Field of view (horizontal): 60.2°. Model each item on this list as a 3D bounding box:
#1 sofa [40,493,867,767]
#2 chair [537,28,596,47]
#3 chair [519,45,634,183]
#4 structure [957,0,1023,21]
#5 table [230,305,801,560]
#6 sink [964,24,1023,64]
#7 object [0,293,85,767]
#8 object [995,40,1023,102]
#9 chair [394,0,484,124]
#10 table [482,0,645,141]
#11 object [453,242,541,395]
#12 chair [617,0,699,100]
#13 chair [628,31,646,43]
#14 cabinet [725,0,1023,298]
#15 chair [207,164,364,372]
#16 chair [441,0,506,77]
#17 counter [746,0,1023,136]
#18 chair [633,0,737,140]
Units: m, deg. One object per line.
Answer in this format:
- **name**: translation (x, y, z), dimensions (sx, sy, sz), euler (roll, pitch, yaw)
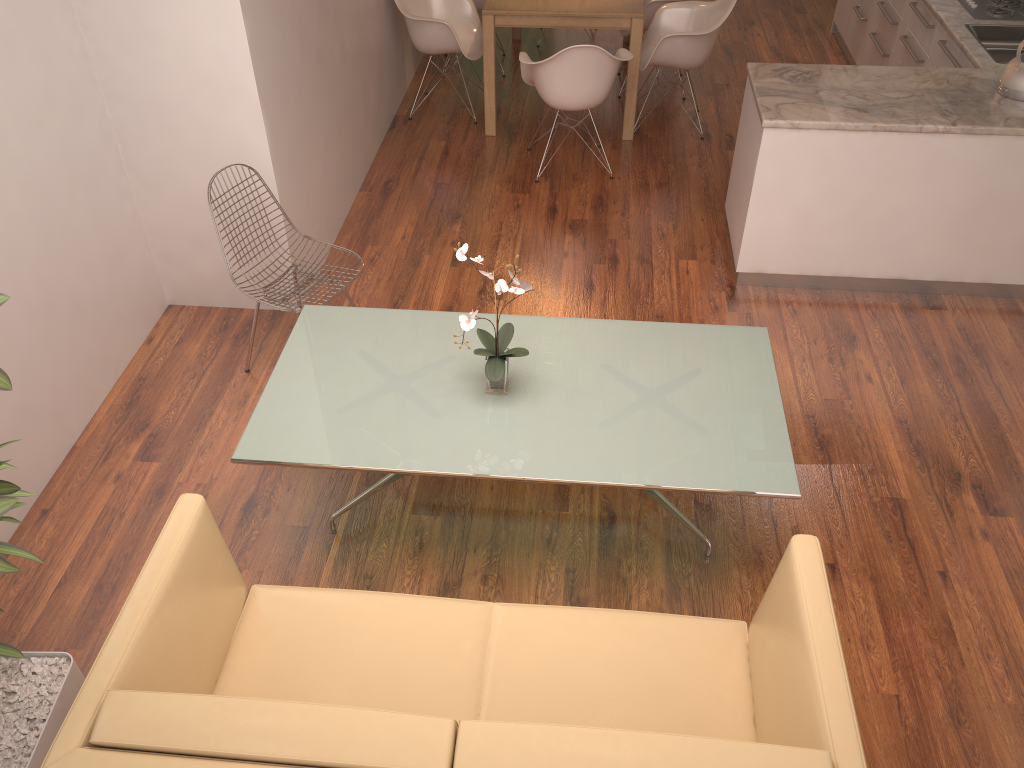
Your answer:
- **sofa**: translation (-0.098, 0.914, 2.386), dimensions (1.801, 0.879, 0.837), euler (3, 41, 5)
- **chair**: translation (0.490, -3.364, 7.366), dimensions (0.684, 0.903, 0.612), euler (0, 41, 1)
- **chair**: translation (0.374, -1.766, 5.498), dimensions (0.682, 0.903, 0.614), euler (-7, 41, -7)
- **structure**: translation (2.951, -2.313, 5.315), dimensions (0.489, 0.040, 0.644), euler (3, 41, 5)
- **table**: translation (0.034, 0.234, 3.402), dimensions (1.870, 0.588, 0.895), euler (3, 41, 5)
- **sink**: translation (2.856, -1.852, 4.790), dimensions (0.616, 0.402, 0.612), euler (3, 41, 5)
- **object**: translation (-1.595, 0.370, 2.027), dimensions (0.963, 2.207, 1.033), euler (12, 43, 14)
- **object**: translation (2.500, -1.544, 4.209), dimensions (0.261, 0.320, 0.251), euler (14, 43, 17)
- **chair**: translation (-0.503, -2.388, 6.238), dimensions (0.643, 0.903, 0.651), euler (3, 41, 4)
- **table**: translation (0.419, -2.664, 6.587), dimensions (1.026, 0.850, 1.973), euler (3, 41, 5)
- **object**: translation (-0.050, -0.244, 3.032), dimensions (0.298, 0.618, 0.353), euler (0, 41, 0)
- **chair**: translation (1.113, -2.629, 6.497), dimensions (0.643, 0.903, 0.652), euler (0, 41, 1)
- **chair**: translation (1.252, -3.057, 6.986), dimensions (0.643, 0.890, 0.652), euler (0, 41, 1)
- **cabinet**: translation (2.331, -2.675, 5.388), dimensions (1.914, 2.389, 4.041), euler (3, 41, 5)
- **chair**: translation (-0.992, -0.492, 3.994), dimensions (0.557, 0.945, 0.521), euler (17, 44, 19)
- **chair**: translation (-0.355, -2.925, 6.865), dimensions (0.642, 0.903, 0.652), euler (-3, 41, -3)
- **counter**: translation (1.624, -2.655, 4.735), dimensions (3.216, 1.416, 2.920), euler (3, 41, 5)
- **chair**: translation (1.137, -2.188, 5.980), dimensions (0.643, 0.903, 0.652), euler (0, 41, 1)
